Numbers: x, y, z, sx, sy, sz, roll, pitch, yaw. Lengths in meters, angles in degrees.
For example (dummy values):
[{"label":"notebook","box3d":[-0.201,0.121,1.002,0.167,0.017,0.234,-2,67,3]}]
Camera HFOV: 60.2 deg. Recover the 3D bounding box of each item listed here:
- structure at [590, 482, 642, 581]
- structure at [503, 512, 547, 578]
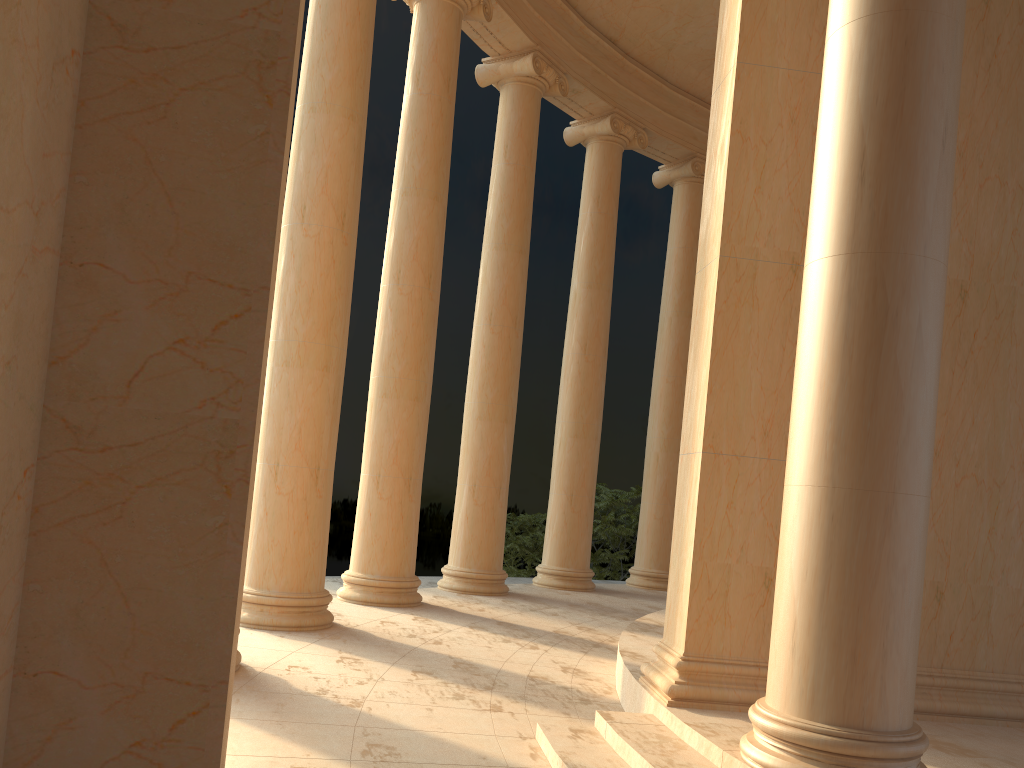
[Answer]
[{"label":"structure","box3d":[189.499,326.831,1607.119,247.254,298.538,238.474,6,-4,-3]},{"label":"structure","box3d":[2.357,311.005,1517.195,149.074,187.727,156.433,5,-4,7]}]
